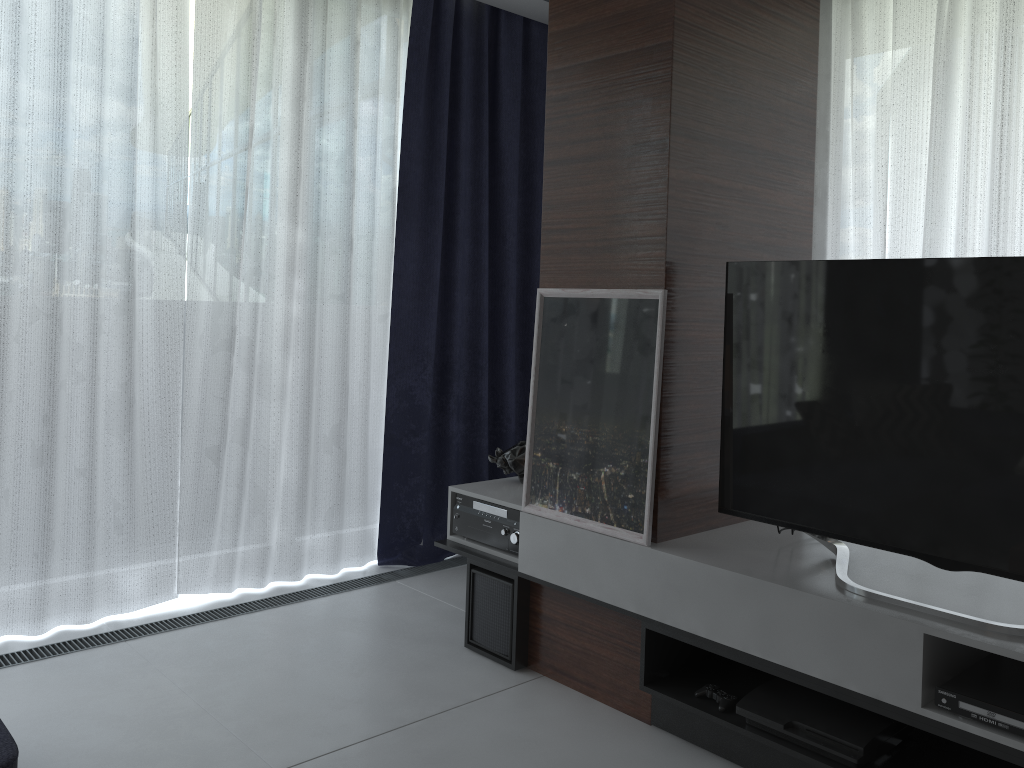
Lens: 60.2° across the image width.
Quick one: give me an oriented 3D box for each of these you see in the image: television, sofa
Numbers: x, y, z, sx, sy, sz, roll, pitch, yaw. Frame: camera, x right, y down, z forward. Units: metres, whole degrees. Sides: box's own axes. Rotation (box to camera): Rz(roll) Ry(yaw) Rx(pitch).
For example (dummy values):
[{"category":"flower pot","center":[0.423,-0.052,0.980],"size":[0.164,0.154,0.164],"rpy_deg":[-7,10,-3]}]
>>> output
[{"category":"television","center":[1.022,0.102,2.037],"size":[0.297,0.785,1.234],"rpy_deg":[1,3,-43]},{"category":"sofa","center":[-1.290,0.739,0.656],"size":[1.899,0.607,2.882],"rpy_deg":[-2,6,-42]}]

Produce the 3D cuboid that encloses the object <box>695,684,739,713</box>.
[{"category":"object","center":[0.536,0.813,2.304],"size":[0.070,0.036,0.113],"rpy_deg":[0,5,-29]}]

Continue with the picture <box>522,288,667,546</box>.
[{"category":"picture","center":[0.229,0.069,2.602],"size":[0.053,0.700,0.501],"rpy_deg":[2,1,-43]}]

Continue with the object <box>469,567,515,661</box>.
[{"category":"object","center":[0.022,0.743,2.948],"size":[0.254,0.251,0.214],"rpy_deg":[0,3,-43]}]

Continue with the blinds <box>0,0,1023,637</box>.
[{"category":"blinds","center":[-0.315,-0.293,0.464],"size":[7.134,2.768,5.818],"rpy_deg":[-2,5,-39]}]

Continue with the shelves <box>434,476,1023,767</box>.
[{"category":"shelves","center":[0.841,0.699,2.514],"size":[0.873,0.498,2.357],"rpy_deg":[-1,6,-42]}]

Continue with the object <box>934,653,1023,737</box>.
[{"category":"object","center":[1.146,0.668,1.790],"size":[0.335,0.053,0.432],"rpy_deg":[-3,7,-42]}]

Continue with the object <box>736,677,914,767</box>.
[{"category":"object","center":[0.773,0.816,2.174],"size":[0.314,0.067,0.315],"rpy_deg":[-2,6,-42]}]

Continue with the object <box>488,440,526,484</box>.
[{"category":"object","center":[0.067,0.284,3.248],"size":[0.311,0.150,0.137],"rpy_deg":[2,2,5]}]

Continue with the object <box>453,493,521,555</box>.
[{"category":"object","center":[0.044,0.470,3.087],"size":[0.369,0.150,0.371],"rpy_deg":[-2,6,-42]}]
